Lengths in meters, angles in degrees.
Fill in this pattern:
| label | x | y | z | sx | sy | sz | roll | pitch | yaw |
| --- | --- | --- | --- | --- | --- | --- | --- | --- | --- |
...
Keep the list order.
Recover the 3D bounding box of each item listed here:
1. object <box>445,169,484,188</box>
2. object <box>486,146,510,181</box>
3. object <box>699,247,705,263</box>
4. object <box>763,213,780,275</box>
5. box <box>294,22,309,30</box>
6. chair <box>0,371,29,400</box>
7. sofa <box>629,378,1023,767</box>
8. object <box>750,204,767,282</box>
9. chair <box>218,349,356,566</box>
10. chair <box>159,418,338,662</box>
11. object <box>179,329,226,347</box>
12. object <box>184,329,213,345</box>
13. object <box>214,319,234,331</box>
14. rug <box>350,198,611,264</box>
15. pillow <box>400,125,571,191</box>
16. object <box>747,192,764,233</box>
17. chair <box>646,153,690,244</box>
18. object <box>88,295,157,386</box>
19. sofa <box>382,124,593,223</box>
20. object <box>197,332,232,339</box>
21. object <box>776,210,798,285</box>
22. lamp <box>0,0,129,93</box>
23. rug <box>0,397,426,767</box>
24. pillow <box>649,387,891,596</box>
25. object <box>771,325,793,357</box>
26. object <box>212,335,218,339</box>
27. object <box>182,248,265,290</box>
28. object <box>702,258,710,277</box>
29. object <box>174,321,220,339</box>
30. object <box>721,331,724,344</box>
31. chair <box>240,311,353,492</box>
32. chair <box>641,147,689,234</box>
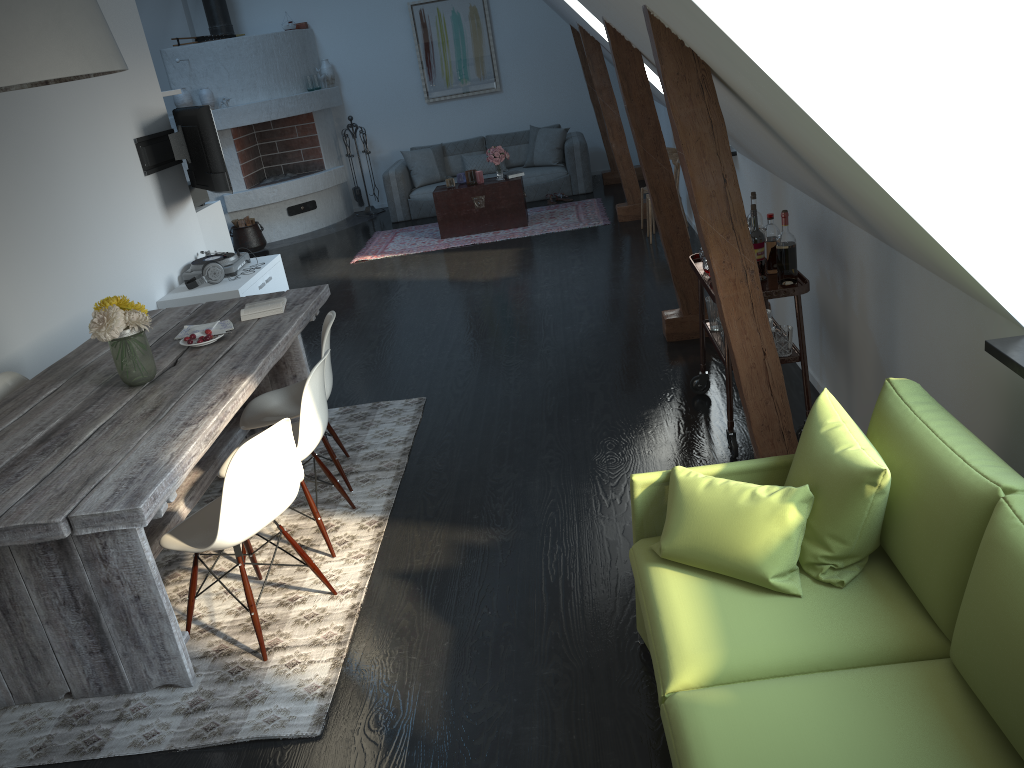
| label | x | y | z | sx | sy | sz | roll | pitch | yaw |
| --- | --- | --- | --- | --- | --- | --- | --- | --- | --- |
| object | -0.479 | -2.153 | 9.249 | 0.413 | 0.138 | 0.215 | -3 | 22 | 16 |
| object | -0.147 | -2.287 | 9.150 | 0.234 | 0.351 | 0.235 | -24 | 25 | -32 |
| object | 0.979 | -0.582 | 4.074 | 0.245 | 0.092 | 0.151 | 4 | 25 | 32 |
| object | 1.132 | -0.614 | 3.865 | 0.067 | 0.257 | 0.099 | -6 | 22 | 10 |
| box | -2.642 | -4.401 | 10.932 | 0.229 | 0.078 | 0.127 | -8 | 21 | 5 |
| chair | -1.993 | 0.299 | 4.093 | 0.542 | 0.801 | 0.465 | -9 | 21 | 1 |
| sofa | 0.770 | 0.762 | 1.697 | 0.898 | 0.825 | 2.093 | -8 | 21 | 4 |
| object | 1.034 | -0.599 | 3.767 | 0.080 | 0.329 | 0.080 | -11 | 21 | -4 |
| chair | -0.933 | 0.285 | 3.671 | 0.542 | 0.801 | 0.465 | -7 | 21 | 6 |
| chair | -0.954 | 0.500 | 3.135 | 0.542 | 0.801 | 0.465 | 3 | 24 | 29 |
| object | -1.400 | -0.202 | 4.020 | 0.205 | 0.024 | 0.205 | -11 | 21 | -3 |
| object | -1.415 | -0.208 | 4.007 | 0.132 | 0.034 | 0.144 | -18 | 23 | -21 |
| object | -1.413 | -0.263 | 4.191 | 0.182 | 0.014 | 0.185 | -17 | 23 | -19 |
| rug | -0.310 | -1.654 | 9.425 | 2.647 | 0.029 | 1.512 | -8 | 21 | 5 |
| pillow | -0.300 | -2.759 | 10.706 | 2.075 | 0.515 | 0.444 | -8 | 21 | 5 |
| object | 1.110 | -0.715 | 4.044 | 0.073 | 0.320 | 0.073 | -11 | 21 | -4 |
| chair | 1.317 | -1.604 | 7.654 | 0.342 | 0.696 | 0.329 | -7 | 21 | 6 |
| object | -1.540 | -0.175 | 3.534 | 0.233 | 0.365 | 0.293 | -19 | 23 | -22 |
| sofa | -0.289 | -2.630 | 10.861 | 2.458 | 0.770 | 1.107 | -8 | 21 | 5 |
| object | -1.347 | -0.222 | 4.017 | 0.194 | 0.022 | 0.019 | -2 | 23 | 19 |
| object | 1.137 | -0.568 | 3.677 | 0.081 | 0.308 | 0.081 | -11 | 21 | -3 |
| lamp | -2.002 | -2.369 | 2.708 | 0.757 | 2.813 | 0.697 | -24 | 25 | -32 |
| rug | -1.467 | 0.692 | 3.952 | 1.898 | 0.022 | 2.677 | -8 | 21 | 5 |
| pillow | 0.664 | 0.312 | 2.349 | 0.600 | 0.387 | 0.475 | -9 | 21 | 2 |
| object | 1.156 | -0.182 | 3.794 | 0.095 | 0.119 | 0.095 | -23 | 25 | -30 |
| object | -1.384 | -0.209 | 4.018 | 0.110 | 0.011 | 0.058 | -6 | 21 | 9 |
| object | -2.203 | -0.904 | 6.729 | 0.558 | 0.162 | 0.742 | -9 | 21 | 2 |
| object | 0.894 | -0.616 | 3.922 | 0.114 | 0.292 | 0.114 | -18 | 23 | -21 |
| object | -1.495 | -0.259 | 4.212 | 0.182 | 0.016 | 0.179 | -10 | 21 | 0 |
| object | 0.967 | -0.179 | 3.894 | 0.092 | 0.099 | 0.092 | -16 | 22 | -16 |
| chair | -1.006 | 0.105 | 4.162 | 0.542 | 0.801 | 0.465 | -13 | 21 | -8 |
| chair | 1.348 | -1.756 | 8.027 | 0.342 | 0.696 | 0.329 | -14 | 22 | -11 |
